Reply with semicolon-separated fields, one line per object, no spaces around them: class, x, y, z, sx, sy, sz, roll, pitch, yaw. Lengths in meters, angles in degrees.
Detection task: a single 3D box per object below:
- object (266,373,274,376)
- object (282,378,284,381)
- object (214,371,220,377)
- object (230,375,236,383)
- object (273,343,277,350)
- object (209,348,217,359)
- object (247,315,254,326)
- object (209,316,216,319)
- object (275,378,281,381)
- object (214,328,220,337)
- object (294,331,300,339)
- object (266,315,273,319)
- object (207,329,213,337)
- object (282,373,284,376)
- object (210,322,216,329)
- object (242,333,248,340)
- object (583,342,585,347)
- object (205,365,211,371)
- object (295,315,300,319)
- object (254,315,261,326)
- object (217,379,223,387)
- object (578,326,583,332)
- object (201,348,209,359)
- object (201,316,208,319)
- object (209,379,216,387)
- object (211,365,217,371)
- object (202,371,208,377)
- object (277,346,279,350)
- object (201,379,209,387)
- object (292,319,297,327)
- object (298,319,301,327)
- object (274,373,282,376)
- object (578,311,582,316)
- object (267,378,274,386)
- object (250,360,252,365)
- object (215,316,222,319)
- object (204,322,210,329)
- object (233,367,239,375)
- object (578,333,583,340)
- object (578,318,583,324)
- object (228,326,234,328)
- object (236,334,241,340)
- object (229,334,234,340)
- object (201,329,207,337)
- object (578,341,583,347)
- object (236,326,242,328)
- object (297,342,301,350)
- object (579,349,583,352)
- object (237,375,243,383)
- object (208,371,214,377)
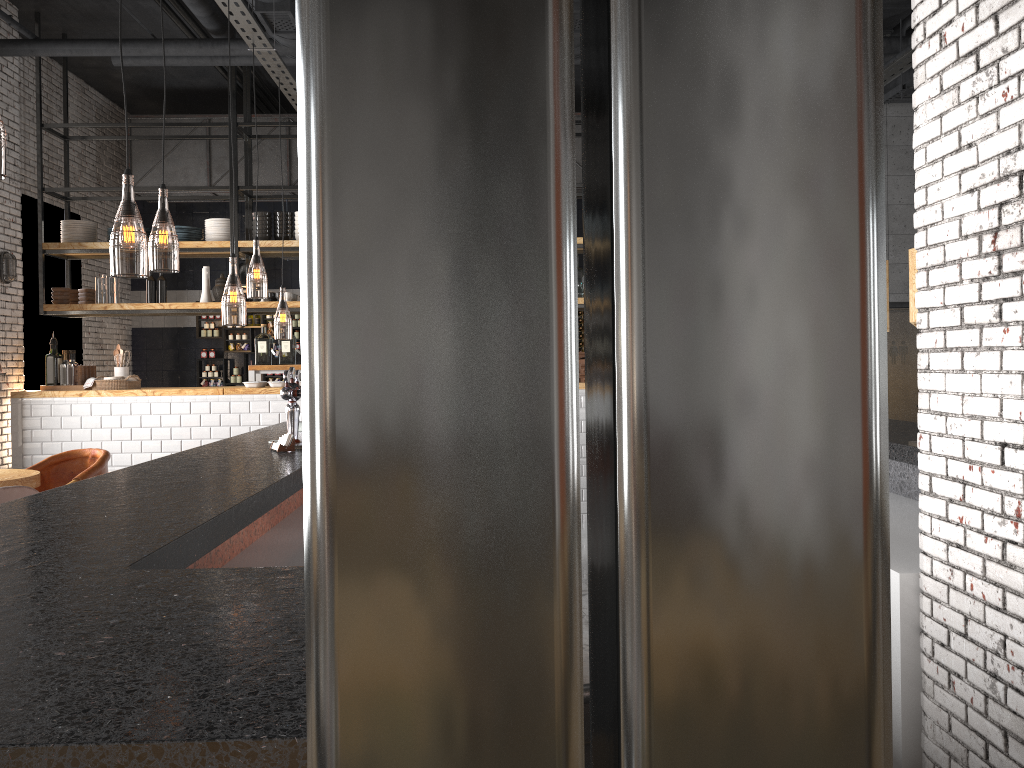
object;-3.265;-0.176;11.980;0.100;0.139;0.088;-1;0;-1
object;-3.054;-0.031;11.978;0.089;0.108;0.106;-1;1;-41
object;-3.971;-0.137;11.934;0.071;0.083;0.071;-1;1;23
object;-3.752;-0.067;11.942;0.076;0.111;0.076;-1;1;-27
object;-3.224;-0.506;11.985;0.090;0.101;0.111;-1;1;-35
object;-4.033;-0.411;11.955;0.100;0.139;0.088;-1;0;-1
object;-3.530;-0.919;11.966;0.079;0.281;0.079;-1;0;2
object;-4.043;-0.925;11.951;0.081;0.113;0.071;-1;0;-1
object;-3.161;-0.030;11.975;0.092;0.108;0.105;-1;1;9
object;-3.976;-0.691;11.935;0.076;0.111;0.076;-1;1;-7
object;-2.899;-0.664;11.968;0.076;0.111;0.076;-1;1;23
object;-3.271;-0.959;11.956;0.079;0.156;0.079;-1;0;8
object;-4.058;-0.690;11.930;0.076;0.111;0.076;-1;1;18
object;-3.054;-0.180;11.987;0.100;0.139;0.088;-1;0;-1
object;-4.023;-0.787;11.930;0.071;0.083;0.071;-1;1;23
object;-3.596;-0.639;11.945;0.071;0.083;0.071;-1;1;-12
object;1.013;-0.540;12.016;0.079;0.079;0.283;-1;1;-2
object;-4.089;-0.218;11.934;0.071;0.083;0.071;-1;1;23
object;-2.895;-0.932;11.968;0.076;0.111;0.076;-1;1;-27
object;-3.437;-0.921;11.969;0.079;0.281;0.079;-1;0;-23
object;-3.940;-0.014;11.964;0.090;0.101;0.111;-1;1;-35
object;0.917;-0.748;11.978;0.079;0.079;0.283;-1;1;-2
object;-4.141;-0.409;11.951;0.100;0.139;0.088;-1;0;-1
object;-4.140;-0.924;11.948;0.081;0.113;0.071;-1;0;-1
object;-4.039;-0.013;11.960;0.090;0.101;0.111;-1;1;-40
object;-4.012;-0.219;11.931;0.071;0.083;0.071;0;1;38
object;-4.132;-0.134;11.929;0.071;0.083;0.071;-1;1;8
object;-3.125;-0.507;11.989;0.090;0.101;0.111;-1;1;-35
object;-4.150;-0.016;11.944;0.119;0.111;0.085;-2;1;-43
object;-2.935;-0.820;11.966;0.076;0.111;0.076;-1;1;8
object;-2.852;-0.822;11.969;0.076;0.111;0.076;-1;1;18
object;-3.157;-0.178;11.983;0.100;0.139;0.088;-1;0;-1
object;0.912;-0.959;12.017;0.079;0.079;0.283;-1;1;-2
object;-3.256;-0.030;11.971;0.092;0.112;0.100;-1;1;-16
object;-3.516;-0.178;11.966;0.079;0.281;0.079;-1;0;7
object;-3.952;-0.926;11.954;0.081;0.113;0.071;-1;0;-1
object;-4.105;-0.786;11.928;0.071;0.083;0.071;-1;1;-12
object;-3.714;-0.178;11.947;0.076;0.111;0.076;-1;1;-7
object;0.918;-0.643;11.975;0.079;0.079;0.283;-1;1;-2
object;0.914;-0.854;11.997;0.079;0.079;0.283;-1;1;-2
object;-3.789;-0.830;11.939;0.079;0.156;0.079;-1;0;28
object;-3.682;-0.637;11.942;0.071;0.083;0.071;-1;1;-12
object;-3.776;-0.636;11.939;0.071;0.083;0.071;-1;1;23
object;-4.141;-0.689;11.928;0.076;0.111;0.076;-1;1;8
object;0.919;-0.539;11.998;0.079;0.079;0.283;-1;1;-2
object;-3.681;-0.832;11.942;0.079;0.156;0.079;-1;0;-17
object;-2.897;-0.519;11.989;0.081;0.113;0.071;-1;0;-3
object;0.921;-0.433;11.997;0.079;0.079;0.281;-1;1;-2
object;-3.670;-0.068;11.947;0.076;0.111;0.076;-1;1;3
object;-4.053;-0.135;11.931;0.071;0.083;0.071;-1;1;-12
